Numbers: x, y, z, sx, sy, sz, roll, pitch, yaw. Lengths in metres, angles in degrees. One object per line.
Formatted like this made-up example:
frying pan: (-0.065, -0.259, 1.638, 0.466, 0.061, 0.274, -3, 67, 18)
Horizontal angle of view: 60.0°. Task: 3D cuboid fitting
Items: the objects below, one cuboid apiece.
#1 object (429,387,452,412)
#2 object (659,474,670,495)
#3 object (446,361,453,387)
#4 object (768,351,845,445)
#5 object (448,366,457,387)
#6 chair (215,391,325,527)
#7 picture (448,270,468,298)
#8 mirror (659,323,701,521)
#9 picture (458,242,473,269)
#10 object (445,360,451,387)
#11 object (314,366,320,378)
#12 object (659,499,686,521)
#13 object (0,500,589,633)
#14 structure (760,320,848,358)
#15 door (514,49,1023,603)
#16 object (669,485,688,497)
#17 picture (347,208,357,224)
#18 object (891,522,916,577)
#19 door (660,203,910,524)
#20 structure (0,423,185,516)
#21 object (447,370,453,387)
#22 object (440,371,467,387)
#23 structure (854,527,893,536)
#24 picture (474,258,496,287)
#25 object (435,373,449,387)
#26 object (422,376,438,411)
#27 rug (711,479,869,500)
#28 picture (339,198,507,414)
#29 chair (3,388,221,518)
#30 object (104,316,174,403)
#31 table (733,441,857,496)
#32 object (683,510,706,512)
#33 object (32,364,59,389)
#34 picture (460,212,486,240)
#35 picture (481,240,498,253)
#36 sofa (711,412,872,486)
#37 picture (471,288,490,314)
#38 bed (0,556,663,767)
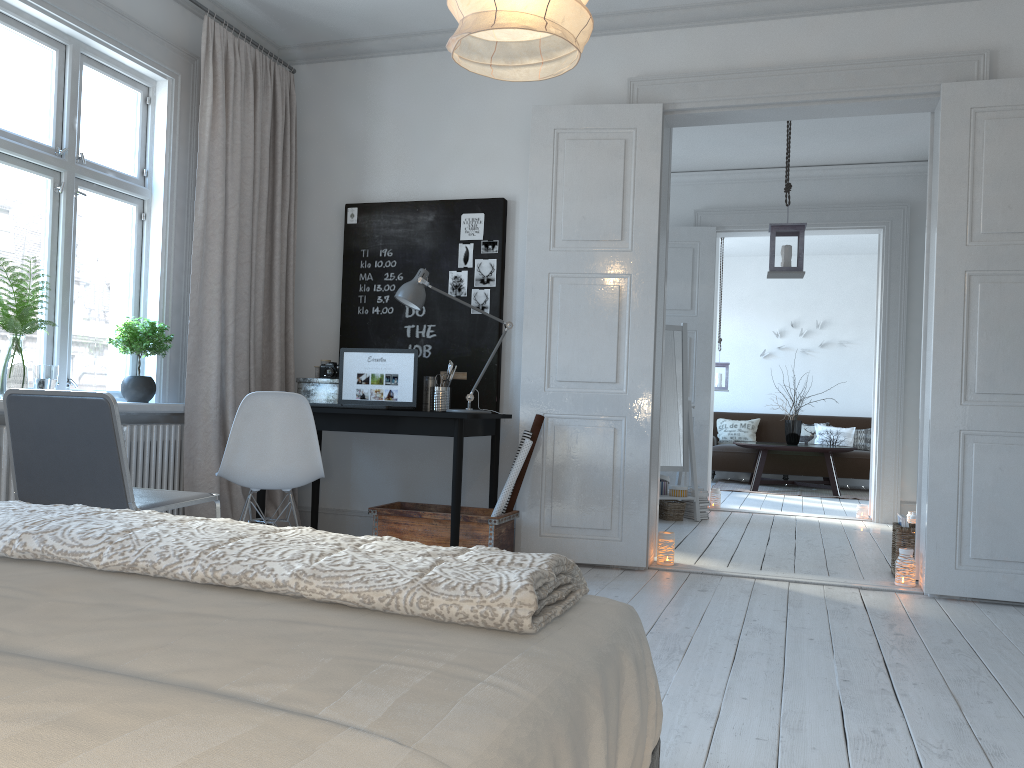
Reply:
object: (-0.370, 0.080, 4.579, 0.108, 0.128, 0.108, 2, -1, 33)
object: (1.099, 0.759, 6.792, 0.207, 0.159, 0.241, 2, -1, 26)
object: (-0.338, 0.011, 4.586, 0.062, 0.264, 0.012, 2, -1, -30)
object: (3.199, 0.136, 9.646, 0.846, 1.066, 0.525, 2, -1, -11)
object: (-0.329, 0.024, 4.567, 0.084, 0.240, 0.009, 2, 0, -5)
chair: (-1.069, 0.446, 3.928, 0.474, 0.824, 0.554, 2, -1, -17)
picture: (-0.291, -0.541, 4.783, 0.107, 0.150, 0.001, 2, -1, 18)
mirror: (1.102, 0.264, 6.693, 0.611, 1.488, 0.417, 2, -1, -17)
picture: (-0.249, -0.691, 4.773, 0.083, 0.146, 0.002, 2, 0, 18)
object: (-0.342, 0.008, 4.587, 0.008, 0.267, 0.060, 2, -1, 35)
object: (-1.060, -0.062, 4.833, 0.040, 0.069, 0.040, 2, -1, 6)
object: (1.190, 0.949, 6.675, 0.185, 0.140, 0.295, 2, -1, -10)
object: (-0.611, 0.247, 1.378, 1.460, 0.104, 0.405, 2, -2, 18)
structure: (3.591, -0.550, 10.916, 1.025, 0.478, 0.085, 2, -1, 18)
door: (1.377, -0.287, 4.416, 2.598, 2.505, 0.578, 2, -1, 18)
object: (1.246, 0.802, 6.642, 0.142, 0.074, 0.142, 2, -1, 2)
picture: (-0.899, -0.948, 4.989, 0.061, 0.088, 0.004, 2, 0, 15)
object: (2.110, 0.863, 4.564, 0.270, 0.265, 0.224, 2, -1, 18)
door: (2.305, -0.177, 7.285, 2.598, 2.505, 0.578, 2, -1, 18)
structure: (-1.882, 0.447, 3.864, 0.195, 0.547, 1.506, 2, -1, 18)
object: (-0.339, 0.033, 4.576, 0.082, 0.222, 0.009, 3, -1, -43)
object: (-0.308, 0.040, 4.616, 0.138, 0.209, 0.034, 2, 0, -2)
structure: (3.265, -0.243, 6.404, 1.248, 2.827, 0.800, 2, -1, -27)
picture: (-0.142, -0.596, 4.736, 0.121, 0.152, 0.002, 2, -1, 18)
object: (-0.375, 0.040, 4.593, 0.081, 0.198, 0.050, 2, -1, 43)
object: (-0.432, 0.056, 4.675, 0.079, 0.188, 0.079, 2, -1, -3)
rug: (3.086, 1.141, 9.756, 1.710, 0.055, 1.457, 2, -2, 18)
picture: (-0.507, -0.420, 4.883, 0.952, 1.172, 0.064, 2, -1, 18)
chair: (-1.300, 0.424, 2.898, 0.562, 0.797, 0.525, 2, -1, 18)
object: (-1.760, -0.116, 4.176, 0.309, 0.407, 0.271, 3, -1, -22)
table: (3.086, 0.916, 9.733, 1.299, 0.503, 1.300, 2, -1, 8)
object: (1.388, 0.967, 6.790, 0.111, 0.014, 0.156, 3, -2, -29)
object: (-1.930, -0.005, 3.665, 0.097, 0.146, 0.097, 2, -1, 24)
picture: (-0.212, -0.851, 4.763, 0.147, 0.154, 0.004, 2, -1, 18)
picture: (-0.119, -0.734, 4.732, 0.095, 0.071, 0.001, 2, -1, 18)
sofa: (3.341, 0.773, 10.483, 2.164, 0.824, 0.969, 2, -1, 18)
picture: (-0.168, -0.444, 4.741, 0.103, 0.136, 0.001, 2, -1, 18)
bed: (-0.881, 0.253, 0.578, 1.888, 1.046, 2.177, 2, -1, 18)
